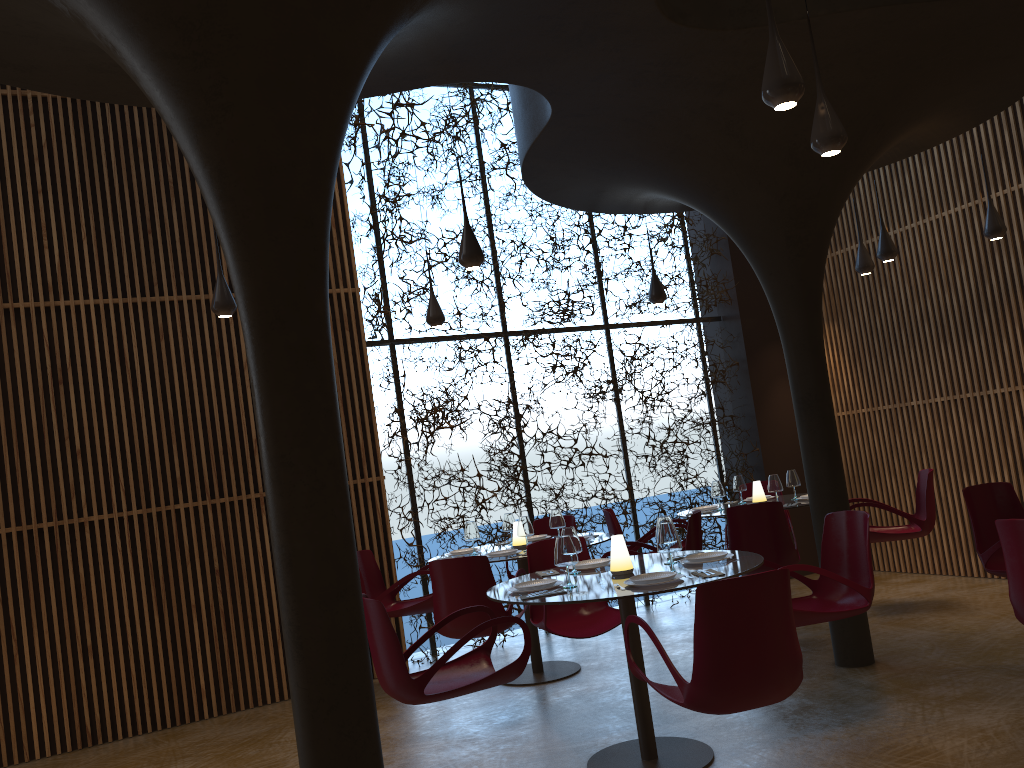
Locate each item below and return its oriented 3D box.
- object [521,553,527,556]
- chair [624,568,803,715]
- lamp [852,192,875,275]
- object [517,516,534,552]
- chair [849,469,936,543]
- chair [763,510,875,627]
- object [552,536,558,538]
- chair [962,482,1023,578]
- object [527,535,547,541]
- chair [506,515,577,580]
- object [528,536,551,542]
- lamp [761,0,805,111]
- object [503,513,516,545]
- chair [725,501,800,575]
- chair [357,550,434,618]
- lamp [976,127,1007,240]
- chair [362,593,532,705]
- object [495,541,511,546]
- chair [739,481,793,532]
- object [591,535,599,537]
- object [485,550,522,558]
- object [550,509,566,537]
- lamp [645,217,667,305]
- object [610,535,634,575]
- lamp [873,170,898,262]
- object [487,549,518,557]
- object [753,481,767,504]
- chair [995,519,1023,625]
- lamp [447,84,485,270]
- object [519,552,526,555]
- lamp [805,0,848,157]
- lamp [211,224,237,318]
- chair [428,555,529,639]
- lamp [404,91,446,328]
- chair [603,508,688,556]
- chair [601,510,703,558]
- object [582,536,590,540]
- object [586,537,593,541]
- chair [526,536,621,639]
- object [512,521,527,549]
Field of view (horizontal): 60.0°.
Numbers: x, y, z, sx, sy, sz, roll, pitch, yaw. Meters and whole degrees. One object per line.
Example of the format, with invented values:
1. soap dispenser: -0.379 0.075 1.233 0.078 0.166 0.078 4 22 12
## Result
1. object: 0.185 1.392 7.319 0.127 0.017 0.262 -10 -6 25
2. chair: 0.963 1.182 4.188 0.624 0.635 0.875 -7 -5 -15
3. lamp: 3.263 -4.245 9.463 0.195 6.266 0.196 -5 -5 -40
4. object: 0.118 1.277 7.561 0.142 0.295 0.142 -7 -4 -10
5. chair: 3.656 1.195 8.579 0.873 0.635 0.625 -9 -4 15
6. chair: 1.865 1.182 5.615 0.872 0.635 0.626 -7 -4 -15
7. object: 0.215 1.485 8.469 0.411 0.012 0.204 -10 -5 17
8. chair: 3.510 0.976 5.909 0.624 0.635 0.875 -6 -5 -20
9. object: 0.209 1.475 8.471 0.263 0.029 0.263 -9 -5 12
10. chair: 0.359 1.692 8.934 0.626 0.635 0.873 -10 -5 20
11. object: 0.210 1.484 8.470 0.331 0.014 0.333 -5 -6 -33
12. lamp: 0.814 -4.366 4.251 0.196 6.266 0.196 -9 -4 10
13. object: -0.017 1.369 8.376 0.142 0.295 0.142 -7 -4 -13
14. chair: 2.171 1.334 7.791 0.625 0.635 0.873 -9 -5 15
15. chair: -1.012 1.821 8.213 0.873 0.635 0.626 -9 -4 10
16. lamp: 4.084 -4.450 8.468 0.196 6.266 0.196 -7 -4 -10
17. chair: -0.405 1.453 5.057 0.872 0.635 0.627 -6 -5 -20
18. object: -0.059 1.541 8.597 0.126 0.017 0.262 -10 -5 21
19. chair: 2.794 1.440 9.959 0.626 0.635 0.873 -10 -5 20
20. object: 0.650 1.388 8.013 0.262 0.017 0.126 -9 -5 16
21. object: -0.077 1.435 7.464 0.331 0.014 0.333 -7 -5 -16
22. object: 0.409 1.270 7.934 0.142 0.295 0.142 -9 -4 15
23. lamp: 1.102 -3.936 9.511 0.196 6.266 0.196 -8 -4 0
24. object: 0.657 1.039 5.407 0.142 0.232 0.144 -9 -4 20
25. lamp: 3.237 -4.297 8.847 0.196 6.266 0.196 -7 -4 -10
26. object: -0.079 1.425 7.465 0.263 0.029 0.263 -10 -6 25
27. object: 2.497 1.100 8.988 0.145 0.232 0.142 -11 -5 40
28. chair: 2.912 0.932 4.472 0.871 0.635 0.627 -5 -5 -30
29. lamp: -0.722 -3.936 6.636 0.196 6.266 0.196 -9 -4 20
30. object: -0.082 1.437 7.465 0.411 0.012 0.204 -10 -5 21
31. lamp: 1.317 -4.364 5.072 0.196 6.266 0.196 -9 -4 10
32. lamp: -2.665 -3.621 7.081 0.196 6.266 0.195 -11 -5 40
33. chair: -0.264 1.586 6.766 0.625 0.635 0.873 -9 -5 15
34. lamp: -1.183 -3.662 8.965 0.196 6.266 0.196 -8 -4 0
35. chair: 1.423 1.569 9.237 0.873 0.635 0.626 -9 -4 10
36. chair: 1.221 1.447 7.554 0.873 0.635 0.625 -9 -4 15
37. object: 0.547 1.360 7.729 0.263 0.029 0.264 -5 -6 -32
38. object: 0.549 1.370 7.728 0.331 0.014 0.333 -5 -6 -32
39. chair: 0.430 1.453 6.370 0.624 0.635 0.875 -7 -5 -10
40. object: 0.062 1.352 7.964 0.142 0.232 0.144 -10 -5 30
